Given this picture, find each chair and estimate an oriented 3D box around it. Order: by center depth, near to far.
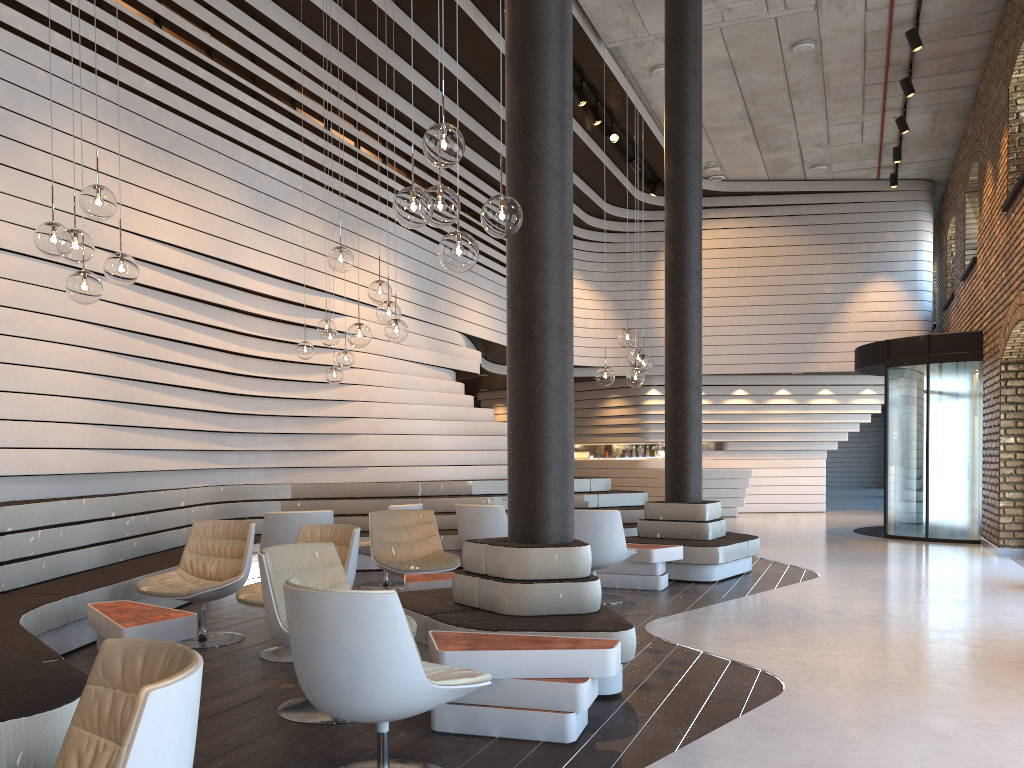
[{"bbox_3d":[-1.005,0.968,1.814,0.707,0.767,0.660,0,-1,-31],"label":"chair"},{"bbox_3d":[-0.464,1.078,3.206,0.660,0.767,0.706,-1,-2,39],"label":"chair"},{"bbox_3d":[-0.839,1.160,4.197,0.714,0.767,0.654,-1,-1,25],"label":"chair"},{"bbox_3d":[-1.278,1.258,5.366,0.661,0.767,0.706,-1,-2,42],"label":"chair"},{"bbox_3d":[-2.037,1.294,5.761,0.660,0.767,0.707,-1,-1,29],"label":"chair"},{"bbox_3d":[-0.777,1.377,6.870,0.653,0.767,0.714,0,-1,-28],"label":"chair"},{"bbox_3d":[0.676,1.405,7.320,0.659,0.767,0.708,-1,-1,22],"label":"chair"},{"bbox_3d":[-1.807,1.421,7.341,0.653,0.767,0.714,0,-1,-24],"label":"chair"},{"bbox_3d":[-0.173,1.477,8.141,0.660,0.767,0.706,-1,-2,38],"label":"chair"},{"bbox_3d":[-1.179,1.483,8.146,0.713,0.767,0.654,-1,-1,21],"label":"chair"}]

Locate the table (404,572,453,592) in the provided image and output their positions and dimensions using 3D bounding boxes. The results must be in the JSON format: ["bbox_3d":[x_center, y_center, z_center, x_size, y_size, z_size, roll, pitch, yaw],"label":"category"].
[{"bbox_3d":[-0.408,1.513,6.139,0.901,0.371,0.416,2,-3,-31],"label":"table"}]

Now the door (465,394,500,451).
[{"bbox_3d":[-0.924,1.600,21.463,1.780,2.706,0.079,0,1,27],"label":"door"}]

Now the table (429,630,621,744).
[{"bbox_3d":[0.005,1.327,3.876,0.908,0.371,0.413,-1,-2,14],"label":"table"}]

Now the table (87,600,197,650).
[{"bbox_3d":[-1.986,1.411,4.768,0.411,0.370,0.912,1,-4,-36],"label":"table"}]

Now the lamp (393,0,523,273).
[{"bbox_3d":[-0.239,-2.802,3.497,0.545,4.682,0.292,0,2,7],"label":"lamp"}]

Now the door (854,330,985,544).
[{"bbox_3d":[6.744,0.847,12.938,3.220,2.856,3.239,-1,-2,29],"label":"door"}]

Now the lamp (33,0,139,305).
[{"bbox_3d":[-2.053,-2.730,4.249,0.294,4.682,0.541,0,2,17],"label":"lamp"}]

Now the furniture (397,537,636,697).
[{"bbox_3d":[-0.112,1.248,5.040,1.272,0.722,1.778,0,-4,-8],"label":"furniture"}]

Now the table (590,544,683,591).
[{"bbox_3d":[1.063,1.657,8.010,0.910,0.371,0.412,-2,-2,24],"label":"table"}]

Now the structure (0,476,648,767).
[{"bbox_3d":[-2.580,1.137,4.773,5.794,0.928,18.178,-2,-5,18],"label":"structure"}]

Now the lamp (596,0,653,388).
[{"bbox_3d":[1.663,-1.844,13.266,9.072,4.616,41.813,-2,-5,21],"label":"lamp"}]

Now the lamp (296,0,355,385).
[{"bbox_3d":[-1.690,-2.360,7.918,0.530,4.722,0.333,-1,2,-16],"label":"lamp"}]

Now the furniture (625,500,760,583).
[{"bbox_3d":[1.847,1.544,8.823,1.762,0.723,1.284,2,-4,-33],"label":"furniture"}]

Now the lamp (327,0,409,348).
[{"bbox_3d":[-0.970,-2.616,5.842,0.311,4.749,0.657,1,2,30],"label":"lamp"}]
